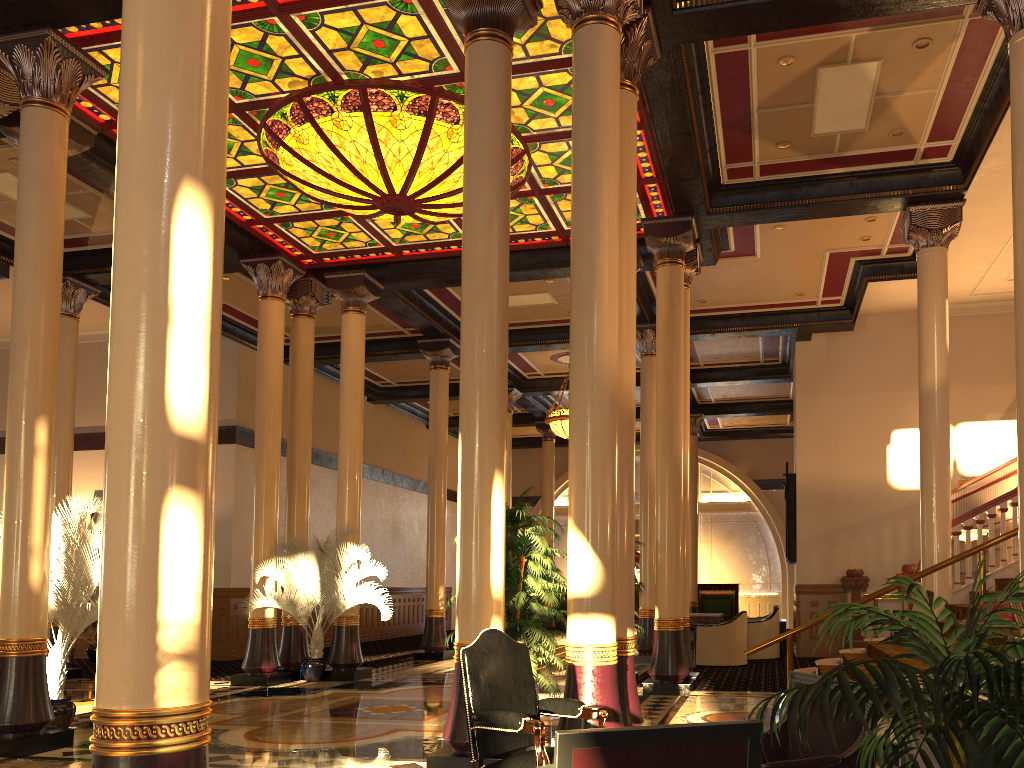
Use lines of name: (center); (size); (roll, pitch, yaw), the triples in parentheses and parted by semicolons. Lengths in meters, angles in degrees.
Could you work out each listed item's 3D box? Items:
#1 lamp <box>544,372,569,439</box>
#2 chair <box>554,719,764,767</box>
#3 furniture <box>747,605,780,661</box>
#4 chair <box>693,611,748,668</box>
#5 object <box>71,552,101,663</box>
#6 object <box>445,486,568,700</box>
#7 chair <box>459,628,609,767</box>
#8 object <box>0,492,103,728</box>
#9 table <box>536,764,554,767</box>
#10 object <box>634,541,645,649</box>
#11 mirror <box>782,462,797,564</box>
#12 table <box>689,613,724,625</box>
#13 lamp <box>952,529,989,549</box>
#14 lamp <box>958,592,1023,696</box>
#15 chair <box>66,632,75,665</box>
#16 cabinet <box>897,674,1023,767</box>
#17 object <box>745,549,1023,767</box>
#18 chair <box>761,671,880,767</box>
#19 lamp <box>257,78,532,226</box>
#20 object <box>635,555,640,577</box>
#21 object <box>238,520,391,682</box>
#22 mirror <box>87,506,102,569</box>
lamp: (1.282, 0.417, 18.539); (1.175, 1.887, 1.221); (-1, -6, 9)
chair: (0.357, 1.504, 2.763); (0.698, 0.911, 0.640); (2, -7, -15)
furniture: (4.615, 4.647, 16.348); (0.793, 0.932, 2.248); (-2, -12, 16)
chair: (3.526, 4.233, 14.485); (0.747, 0.903, 1.000); (-5, -10, 34)
object: (-7.451, 3.955, 15.702); (1.116, 2.130, 1.013); (3, -6, -27)
object: (0.030, 1.878, 7.006); (1.116, 2.130, 1.013); (3, -6, -27)
chair: (0.142, 1.824, 4.510); (0.722, 1.087, 0.772); (-4, -7, 29)
object: (-4.054, 2.116, 8.154); (2.046, 2.235, 1.848); (0, -7, 2)
table: (0.287, 1.873, 3.559); (0.501, 0.550, 0.468); (5, -9, -35)
object: (1.200, 2.819, 11.036); (1.032, 2.130, 1.097); (0, -5, 3)
mirror: (5.428, 2.515, 17.044); (0.251, 1.965, 1.839); (-1, -8, 16)
table: (3.318, 4.650, 16.052); (1.086, 0.763, 1.695); (-3, -12, 15)
lamp: (5.798, 2.863, 11.027); (0.584, 1.992, 0.583); (0, -4, -3)
lamp: (1.986, 1.040, 3.463); (0.314, 0.415, 0.329); (-1, -7, 11)
chair: (-8.120, 4.454, 15.184); (0.623, 0.910, 0.716); (-5, -8, 34)
cabinet: (2.037, 1.756, 3.763); (0.540, 0.854, 1.303); (-2, -10, 16)
object: (1.295, 1.186, 2.529); (1.097, 1.422, 1.036); (-7, -9, 43)
chair: (1.086, 1.712, 3.667); (0.657, 0.910, 0.680); (2, -7, -15)
lamp: (-1.274, -2.275, 9.735); (2.947, 0.595, 3.107); (-3, -13, 12)
object: (3.943, 0.326, 11.080); (0.672, 4.226, 30.378); (0, -13, -1)
object: (-2.494, 3.040, 12.171); (1.786, 2.249, 2.149); (-2, -8, 18)
mirror: (-7.453, 2.824, 16.458); (1.361, 1.539, 0.205); (-2, -4, 13)
